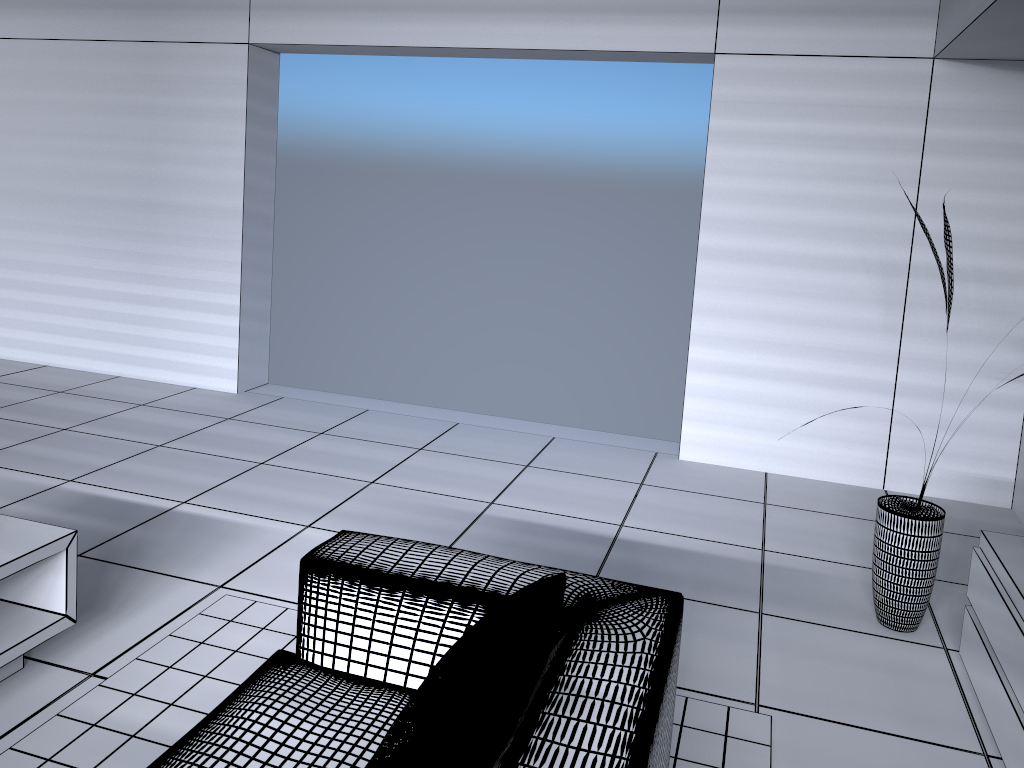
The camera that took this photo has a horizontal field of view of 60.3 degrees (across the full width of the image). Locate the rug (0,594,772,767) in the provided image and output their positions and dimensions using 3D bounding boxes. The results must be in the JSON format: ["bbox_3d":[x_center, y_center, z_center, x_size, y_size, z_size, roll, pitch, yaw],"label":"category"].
[{"bbox_3d":[-0.438,1.049,1.697,1.804,0.001,2.264,7,13,16],"label":"rug"}]

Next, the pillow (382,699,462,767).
[{"bbox_3d":[-0.269,0.706,1.081,0.301,0.392,0.574,6,11,13],"label":"pillow"}]

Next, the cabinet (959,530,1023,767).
[{"bbox_3d":[1.426,0.945,1.717,0.575,0.442,2.302,7,13,15],"label":"cabinet"}]

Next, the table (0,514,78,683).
[{"bbox_3d":[-1.742,0.685,2.071,0.652,0.382,1.218,7,12,16],"label":"table"}]

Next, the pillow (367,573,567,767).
[{"bbox_3d":[-0.104,0.615,1.637,0.341,0.383,0.575,6,11,13],"label":"pillow"}]

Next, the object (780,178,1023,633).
[{"bbox_3d":[1.489,0.095,2.940,0.251,1.562,1.189,-2,10,-41],"label":"object"}]

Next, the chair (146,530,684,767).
[{"bbox_3d":[-0.308,0.839,1.419,0.963,0.543,1.673,7,12,16],"label":"chair"}]
